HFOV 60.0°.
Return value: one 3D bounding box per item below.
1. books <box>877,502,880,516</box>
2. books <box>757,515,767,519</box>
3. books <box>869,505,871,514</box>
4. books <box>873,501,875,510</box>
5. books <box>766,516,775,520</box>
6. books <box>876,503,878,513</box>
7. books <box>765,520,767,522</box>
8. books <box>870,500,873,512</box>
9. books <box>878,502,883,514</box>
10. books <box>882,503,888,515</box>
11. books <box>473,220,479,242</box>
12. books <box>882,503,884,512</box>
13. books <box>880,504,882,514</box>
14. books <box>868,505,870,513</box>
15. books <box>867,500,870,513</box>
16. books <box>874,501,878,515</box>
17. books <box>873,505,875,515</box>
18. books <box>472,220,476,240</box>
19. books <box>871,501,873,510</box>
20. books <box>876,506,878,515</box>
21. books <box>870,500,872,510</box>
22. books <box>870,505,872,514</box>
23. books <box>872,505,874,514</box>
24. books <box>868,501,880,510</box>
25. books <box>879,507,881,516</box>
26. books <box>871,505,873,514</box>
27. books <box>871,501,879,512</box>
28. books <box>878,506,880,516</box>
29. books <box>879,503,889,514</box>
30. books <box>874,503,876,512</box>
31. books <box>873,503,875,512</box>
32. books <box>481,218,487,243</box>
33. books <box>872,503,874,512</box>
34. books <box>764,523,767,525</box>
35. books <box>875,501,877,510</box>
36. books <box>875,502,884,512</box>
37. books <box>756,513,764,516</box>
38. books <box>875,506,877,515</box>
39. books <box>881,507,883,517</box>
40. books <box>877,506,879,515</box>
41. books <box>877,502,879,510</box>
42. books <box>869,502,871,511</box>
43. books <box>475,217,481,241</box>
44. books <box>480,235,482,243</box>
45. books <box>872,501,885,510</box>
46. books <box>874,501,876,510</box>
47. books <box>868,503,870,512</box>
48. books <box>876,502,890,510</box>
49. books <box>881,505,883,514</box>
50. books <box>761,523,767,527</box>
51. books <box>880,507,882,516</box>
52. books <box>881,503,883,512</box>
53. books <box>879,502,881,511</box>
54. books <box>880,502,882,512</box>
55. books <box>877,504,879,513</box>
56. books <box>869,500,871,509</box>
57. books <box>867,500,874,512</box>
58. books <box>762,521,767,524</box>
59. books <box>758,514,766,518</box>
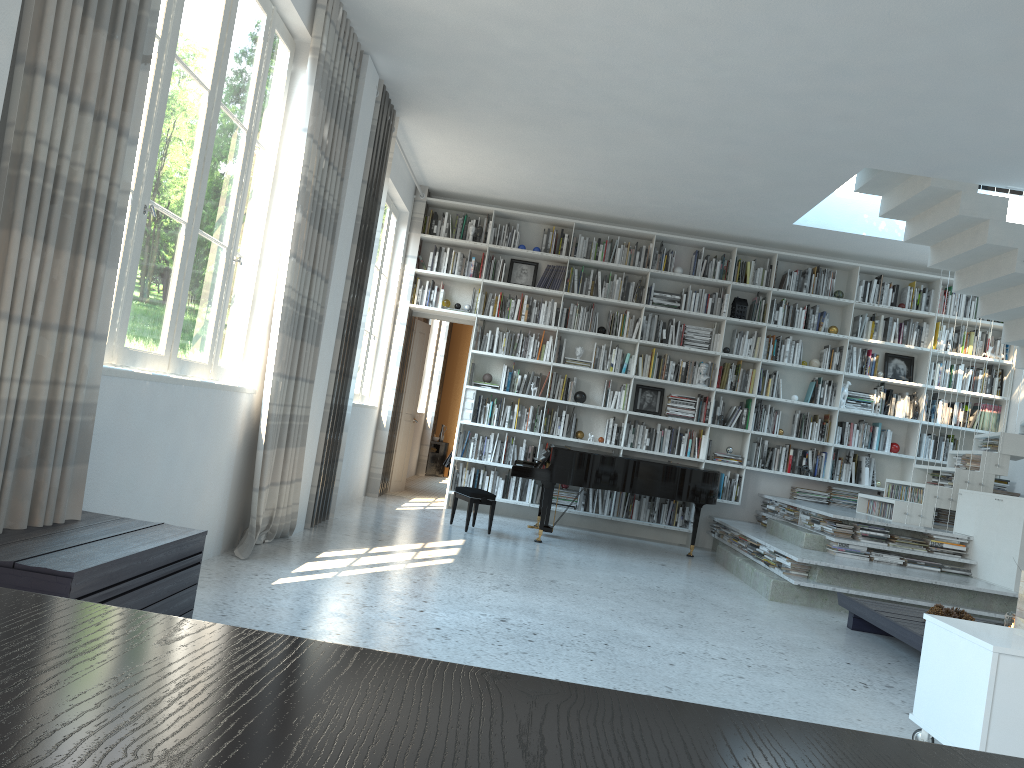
[{"bbox_3d":[3.372,1.137,8.006,0.125,0.125,0.008,9,-2,1],"label":"books"},{"bbox_3d":[2.627,1.377,9.133,0.159,0.009,0.210,9,-3,6],"label":"books"},{"bbox_3d":[3.376,1.147,8.201,0.125,0.125,0.010,9,-2,1],"label":"books"},{"bbox_3d":[3.374,1.143,8.121,0.125,0.125,0.007,9,-2,1],"label":"books"},{"bbox_3d":[2.632,1.344,8.822,0.149,0.014,0.228,9,-3,0],"label":"books"},{"bbox_3d":[3.373,1.139,8.045,0.125,0.125,0.008,9,-2,1],"label":"books"},{"bbox_3d":[2.623,1.381,8.821,0.159,0.009,0.228,9,-3,3],"label":"books"},{"bbox_3d":[3.376,1.146,8.183,0.125,0.125,0.009,9,-2,1],"label":"books"},{"bbox_3d":[3.372,1.137,7.998,0.125,0.125,0.008,9,-2,1],"label":"books"},{"bbox_3d":[3.370,1.132,7.906,0.125,0.125,0.010,9,-2,1],"label":"books"},{"bbox_3d":[-0.382,-1.583,9.324,0.027,0.259,0.147,9,-2,2],"label":"books"},{"bbox_3d":[3.370,1.133,7.914,0.125,0.125,0.007,9,-2,1],"label":"books"},{"bbox_3d":[3.371,1.135,7.952,0.125,0.125,0.009,9,-2,1],"label":"books"},{"bbox_3d":[3.376,1.148,8.223,0.125,0.125,0.007,9,-2,1],"label":"books"},{"bbox_3d":[3.377,1.150,8.248,0.125,0.125,0.010,9,-2,1],"label":"books"},{"bbox_3d":[3.374,1.141,8.084,0.125,0.125,0.007,9,-2,1],"label":"books"},{"bbox_3d":[3.374,1.142,8.106,0.125,0.125,0.007,9,-2,1],"label":"books"},{"bbox_3d":[-0.407,-1.583,9.328,0.021,0.253,0.179,9,-2,2],"label":"books"},{"bbox_3d":[3.375,1.145,8.167,0.125,0.125,0.007,9,-2,1],"label":"books"},{"bbox_3d":[3.373,1.139,8.037,0.125,0.125,0.009,9,-2,1],"label":"books"},{"bbox_3d":[3.376,1.147,8.192,0.125,0.125,0.007,9,-2,1],"label":"books"},{"bbox_3d":[3.375,1.146,8.176,0.125,0.125,0.009,9,-2,1],"label":"books"},{"bbox_3d":[3.375,1.144,8.129,0.125,0.125,0.008,9,-2,1],"label":"books"},{"bbox_3d":[3.377,1.149,8.239,0.125,0.125,0.009,9,-2,1],"label":"books"},{"bbox_3d":[3.371,1.135,7.967,0.125,0.125,0.007,9,-2,1],"label":"books"},{"bbox_3d":[3.375,1.145,8.153,0.125,0.125,0.008,9,-2,1],"label":"books"},{"bbox_3d":[3.375,1.145,8.160,0.125,0.125,0.008,9,-2,1],"label":"books"},{"bbox_3d":[3.372,1.137,7.990,0.125,0.125,0.008,9,-2,1],"label":"books"},{"bbox_3d":[3.371,1.136,7.974,0.125,0.125,0.008,9,-2,1],"label":"books"},{"bbox_3d":[3.374,1.142,8.092,0.125,0.125,0.008,9,-2,1],"label":"books"},{"bbox_3d":[3.374,1.143,8.114,0.125,0.125,0.007,9,-2,1],"label":"books"},{"bbox_3d":[-0.292,-1.582,9.327,0.022,0.286,0.175,9,-2,2],"label":"books"},{"bbox_3d":[3.375,1.144,8.137,0.125,0.125,0.008,9,-2,1],"label":"books"},{"bbox_3d":[2.618,1.409,8.820,0.160,0.014,0.268,9,-3,1],"label":"books"},{"bbox_3d":[3.373,1.141,8.076,0.125,0.125,0.008,9,-2,1],"label":"books"},{"bbox_3d":[3.373,1.140,8.068,0.125,0.125,0.009,9,-2,1],"label":"books"},{"bbox_3d":[2.627,1.353,9.134,0.174,0.009,0.240,9,-3,4],"label":"books"},{"bbox_3d":[3.373,1.140,8.060,0.125,0.125,0.007,9,-2,1],"label":"books"},{"bbox_3d":[3.370,1.133,7.922,0.125,0.125,0.007,9,-2,1],"label":"books"},{"bbox_3d":[3.372,1.138,8.014,0.125,0.125,0.008,9,-2,1],"label":"books"},{"bbox_3d":[3.372,1.139,8.030,0.125,0.125,0.008,9,-2,1],"label":"books"},{"bbox_3d":[3.376,1.148,8.209,0.125,0.125,0.008,9,-2,1],"label":"books"},{"bbox_3d":[-0.359,-1.595,9.336,0.013,0.292,0.154,9,-2,2],"label":"books"},{"bbox_3d":[-0.325,-1.536,9.326,0.028,0.184,0.167,9,-2,2],"label":"books"},{"bbox_3d":[3.375,1.144,8.145,0.125,0.125,0.008,9,-2,1],"label":"books"},{"bbox_3d":[3.374,1.142,8.099,0.125,0.125,0.008,9,-2,1],"label":"books"},{"bbox_3d":[3.377,1.149,8.231,0.125,0.125,0.007,9,-2,1],"label":"books"},{"bbox_3d":[3.373,1.140,8.053,0.125,0.125,0.007,9,-2,1],"label":"books"},{"bbox_3d":[3.370,1.134,7.929,0.125,0.125,0.007,9,-2,1],"label":"books"},{"bbox_3d":[2.598,1.417,8.820,0.187,0.009,0.261,9,-3,5],"label":"books"},{"bbox_3d":[3.371,1.134,7.944,0.125,0.125,0.007,9,-2,1],"label":"books"},{"bbox_3d":[3.371,1.134,7.937,0.125,0.125,0.008,9,-2,1],"label":"books"},{"bbox_3d":[3.372,1.136,7.983,0.125,0.125,0.009,9,-2,1],"label":"books"},{"bbox_3d":[3.371,1.135,7.960,0.125,0.125,0.008,9,-2,1],"label":"books"},{"bbox_3d":[3.372,1.138,8.022,0.125,0.125,0.007,9,-2,1],"label":"books"},{"bbox_3d":[3.376,1.148,8.216,0.125,0.125,0.008,9,-2,1],"label":"books"},{"bbox_3d":[3.377,1.150,8.258,0.125,0.125,0.008,9,-2,1],"label":"books"},{"bbox_3d":[2.608,1.392,8.821,0.180,0.017,0.183,9,-3,-1],"label":"books"},{"bbox_3d":[2.631,1.366,9.134,0.152,0.015,0.208,9,-3,7],"label":"books"}]
